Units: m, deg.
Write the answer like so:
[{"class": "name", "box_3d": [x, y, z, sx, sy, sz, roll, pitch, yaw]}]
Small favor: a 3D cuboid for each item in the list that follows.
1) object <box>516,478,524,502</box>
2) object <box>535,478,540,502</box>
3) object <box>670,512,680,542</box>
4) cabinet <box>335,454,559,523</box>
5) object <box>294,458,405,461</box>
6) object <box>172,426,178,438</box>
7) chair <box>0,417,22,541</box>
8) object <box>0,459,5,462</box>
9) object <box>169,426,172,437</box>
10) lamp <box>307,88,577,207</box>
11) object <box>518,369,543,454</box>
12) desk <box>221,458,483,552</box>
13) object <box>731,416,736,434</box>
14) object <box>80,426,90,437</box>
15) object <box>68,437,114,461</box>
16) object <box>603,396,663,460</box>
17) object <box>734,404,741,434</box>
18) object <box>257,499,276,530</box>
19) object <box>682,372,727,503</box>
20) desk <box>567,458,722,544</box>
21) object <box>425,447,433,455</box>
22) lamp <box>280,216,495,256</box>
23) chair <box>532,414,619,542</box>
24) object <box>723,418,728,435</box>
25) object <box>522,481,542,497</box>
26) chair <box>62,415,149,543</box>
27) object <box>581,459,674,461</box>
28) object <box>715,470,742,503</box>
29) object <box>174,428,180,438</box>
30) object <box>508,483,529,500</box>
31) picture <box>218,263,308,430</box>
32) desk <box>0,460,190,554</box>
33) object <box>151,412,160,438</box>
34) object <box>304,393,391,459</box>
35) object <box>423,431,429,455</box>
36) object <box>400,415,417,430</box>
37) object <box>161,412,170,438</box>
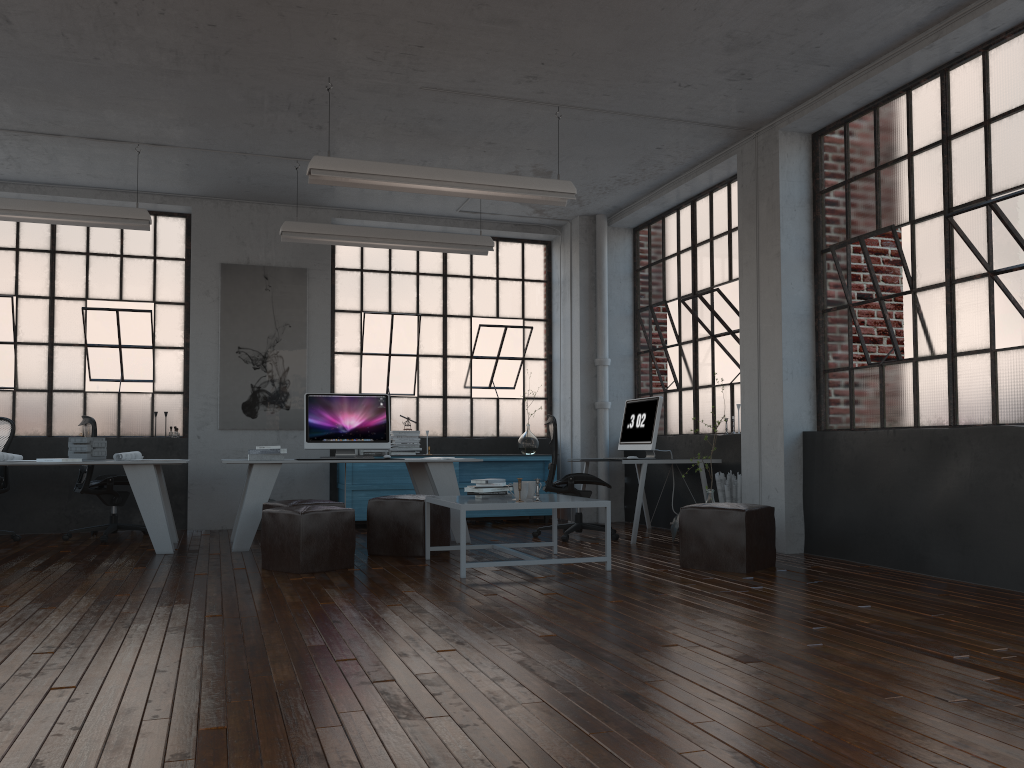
[{"class": "object", "box_3d": [0.050, 0.675, 5.655, 0.052, 0.148, 0.053, -1, -3, 22]}, {"class": "object", "box_3d": [0.164, 0.673, 5.659, 0.055, 0.153, 0.055, 2, -4, -42]}, {"class": "object", "box_3d": [1.366, 1.177, 7.371, 0.107, 0.280, 0.293, -1, -3, 7]}, {"class": "cabinet", "box_3d": [-0.672, 1.105, 9.268, 2.263, 0.732, 0.627, 1, -3, -18]}, {"class": "object", "box_3d": [-1.371, 0.632, 7.424, 0.848, 0.008, 0.688, 1, -4, -17]}, {"class": "object", "box_3d": [-3.325, 0.474, 8.753, 0.058, 0.117, 0.032, 0, -3, -4]}, {"class": "chair", "box_3d": [-4.581, 0.803, 7.505, 0.770, 1.084, 0.793, 1, -3, -25]}, {"class": "object", "box_3d": [-4.308, 0.436, 6.682, 0.434, 0.305, 0.737, -2, -4, 26]}, {"class": "object", "box_3d": [-3.382, 0.478, 8.794, 0.058, 0.117, 0.032, -2, -3, 33]}, {"class": "lamp", "box_3d": [-0.452, -1.639, 6.128, 1.877, 0.628, 0.202, 1, -3, -18]}, {"class": "object", "box_3d": [0.236, 0.291, 9.554, 0.232, 0.938, 0.434, 2, -3, -37]}, {"class": "desk", "box_3d": [-1.393, 0.992, 7.572, 2.077, 0.703, 1.076, 1, -4, -18]}, {"class": "object", "box_3d": [1.911, 0.357, 7.651, 0.066, 0.160, 0.066, -1, -3, 13]}, {"class": "object", "box_3d": [-4.079, 0.459, 8.539, 0.124, 0.100, 0.124, 0, -4, 4]}, {"class": "object", "box_3d": [-3.377, 0.517, 7.056, 0.416, 0.182, 0.389, -1, -4, 12]}, {"class": "object", "box_3d": [1.084, 0.402, 7.994, 0.377, 0.552, 0.715, 1, -4, -17]}, {"class": "object", "box_3d": [1.936, 0.300, 7.570, 0.084, 0.256, 0.084, 0, -3, 4]}, {"class": "object", "box_3d": [-2.391, 1.265, 8.677, 0.292, 0.307, 0.293, -1, -3, 10]}, {"class": "object", "box_3d": [1.415, 0.564, 6.407, 0.330, 1.338, 0.619, -1, -3, 18]}, {"class": "desk", "box_3d": [1.155, 1.020, 7.989, 0.933, 0.687, 1.228, 1, -4, -18]}, {"class": "object", "box_3d": [-0.865, 0.697, 9.250, 0.088, 0.084, 0.088, 1, -4, -14]}, {"class": "lamp", "box_3d": [-1.071, -1.311, 7.799, 1.877, 0.205, 0.202, 1, -4, -18]}, {"class": "chair", "box_3d": [0.577, 0.814, 7.866, 0.792, 1.084, 0.771, 1, -3, -15]}, {"class": "object", "box_3d": [1.859, 0.363, 7.684, 0.055, 0.153, 0.055, -2, -3, 31]}, {"class": "object", "box_3d": [0.131, 0.724, 6.097, 0.129, 0.109, 0.101, 0, -3, -10]}, {"class": "chair", "box_3d": [-3.566, 0.830, 7.914, 0.771, 1.084, 0.793, -3, -4, 40]}, {"class": "object", "box_3d": [1.082, 0.684, 7.982, 0.687, 0.008, 0.849, 1, -4, -17]}, {"class": "object", "box_3d": [1.821, 0.992, 7.233, 0.293, 0.627, 0.274, -1, -3, 23]}, {"class": "object", "box_3d": [-3.336, 0.487, 8.827, 0.058, 0.101, 0.032, -1, -3, 17]}, {"class": "object", "box_3d": [0.045, 0.705, 5.829, 0.129, 0.109, 0.101, 0, -3, -10]}, {"class": "picture", "box_3d": [-2.482, -0.366, 8.867, 0.853, 1.648, 0.025, 1, -3, -18]}, {"class": "desk", "box_3d": [-3.594, 0.942, 6.837, 2.056, 0.696, 1.066, 1, -4, -18]}, {"class": "object", "box_3d": [-3.514, 0.403, 8.743, 0.085, 0.259, 0.085, -2, -3, 35]}, {"class": "object", "box_3d": [-1.371, 0.350, 7.440, 0.714, 0.552, 0.377, 1, -3, -17]}, {"class": "object", "box_3d": [-0.899, 0.623, 9.418, 0.084, 0.256, 0.084, 2, -4, -41]}, {"class": "object", "box_3d": [-1.084, 0.400, 9.269, 0.177, 0.161, 0.092, -3, -4, 39]}, {"class": "object", "box_3d": [-3.420, 0.404, 8.758, 0.085, 0.259, 0.085, -2, -3, 35]}]
